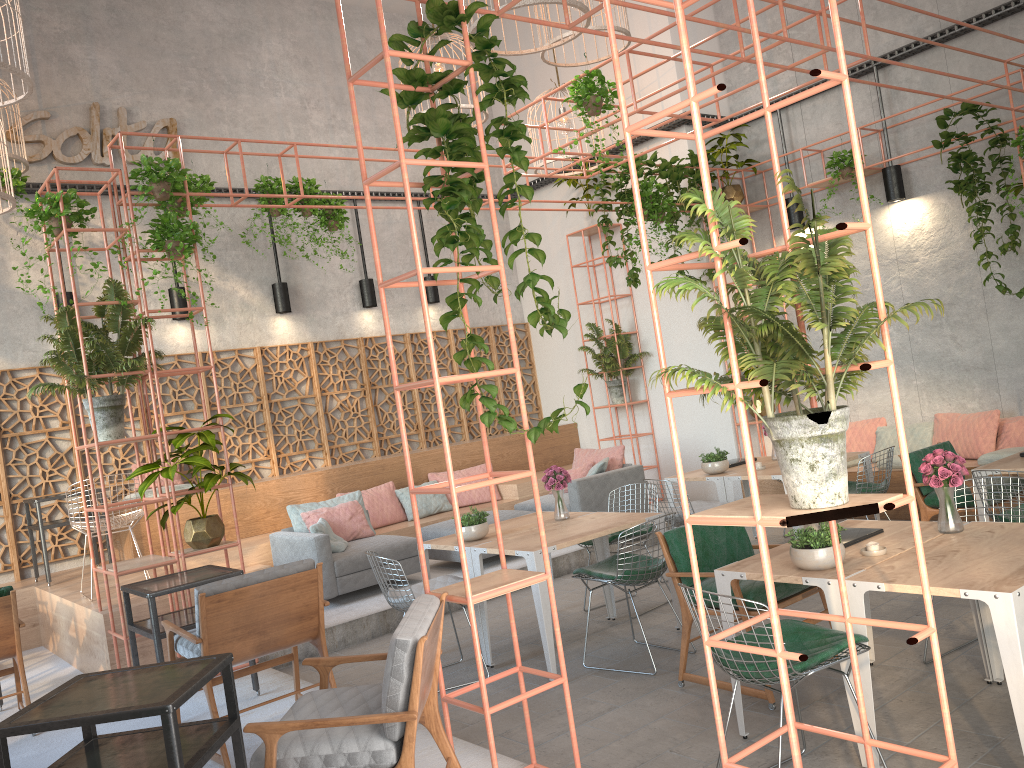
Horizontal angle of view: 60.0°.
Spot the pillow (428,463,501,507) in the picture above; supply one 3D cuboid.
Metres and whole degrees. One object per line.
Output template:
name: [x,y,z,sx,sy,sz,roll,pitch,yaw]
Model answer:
pillow: [-0.586,1.264,10.909,0.839,0.474,0.276,-9,-1,-18]

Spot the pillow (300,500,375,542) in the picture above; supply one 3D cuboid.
pillow: [-1.726,1.392,8.783,0.666,0.385,0.289,-8,-1,-38]

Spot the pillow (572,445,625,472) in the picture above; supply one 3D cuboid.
pillow: [0.964,0.967,10.201,0.273,0.476,0.836,-8,-1,-38]

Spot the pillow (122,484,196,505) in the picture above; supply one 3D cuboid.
pillow: [-3.661,1.151,9.217,0.637,0.149,0.491,-8,-1,-37]

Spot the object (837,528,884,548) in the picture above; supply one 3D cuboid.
object: [1.689,0.802,4.580,0.427,0.031,0.268,-8,-1,-38]

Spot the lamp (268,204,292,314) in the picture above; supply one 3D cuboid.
lamp: [-2.864,-1.564,10.711,0.185,1.436,0.185,-9,-1,3]

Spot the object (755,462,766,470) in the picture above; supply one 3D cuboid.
object: [2.188,0.722,7.864,0.115,0.078,0.115,-8,-1,-32]

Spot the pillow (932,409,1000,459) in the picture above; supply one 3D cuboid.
pillow: [4.575,0.517,9.016,0.276,0.474,0.839,-9,-1,-18]

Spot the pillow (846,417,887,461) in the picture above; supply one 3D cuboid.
pillow: [3.829,0.645,10.050,0.839,0.474,0.276,-9,-1,42]

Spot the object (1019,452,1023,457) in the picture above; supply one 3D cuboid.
object: [3.842,0.468,6.314,0.427,0.031,0.268,-8,-1,-38]

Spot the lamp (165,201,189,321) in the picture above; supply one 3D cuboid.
lamp: [-3.817,-1.427,9.955,0.185,1.436,0.185,-9,-1,3]

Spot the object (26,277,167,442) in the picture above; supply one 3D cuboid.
object: [-2.830,-0.155,6.136,0.900,1.101,0.894,-9,-1,16]

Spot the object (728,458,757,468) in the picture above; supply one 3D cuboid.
object: [2.123,0.761,8.534,0.427,0.031,0.268,-8,-1,-38]

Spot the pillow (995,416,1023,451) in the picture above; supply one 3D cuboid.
pillow: [4.991,0.495,8.522,0.289,0.385,0.666,-8,-1,-43]

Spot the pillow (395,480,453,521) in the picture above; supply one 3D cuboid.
pillow: [-1.040,1.376,10.516,0.666,0.385,0.289,-8,-1,-43]

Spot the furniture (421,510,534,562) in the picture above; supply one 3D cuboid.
furniture: [-0.328,1.583,9.122,0.975,0.446,0.941,-8,-1,-38]

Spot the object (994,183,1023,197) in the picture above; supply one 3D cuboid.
object: [4.753,-1.569,7.599,0.903,0.947,0.934,-9,-1,13]

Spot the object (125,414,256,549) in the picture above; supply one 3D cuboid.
object: [-2.264,0.706,6.239,0.903,0.923,0.934,-9,-1,18]

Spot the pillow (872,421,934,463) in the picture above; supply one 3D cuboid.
pillow: [4.211,0.628,9.530,0.289,0.385,0.666,-8,-1,-43]

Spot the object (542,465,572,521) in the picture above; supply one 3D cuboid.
object: [0.346,0.817,6.668,0.213,0.414,0.225,-9,-1,44]

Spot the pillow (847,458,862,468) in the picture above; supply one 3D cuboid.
pillow: [3.483,0.884,9.844,0.491,0.149,0.637,-8,-1,-37]

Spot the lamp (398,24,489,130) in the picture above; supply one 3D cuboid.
lamp: [-0.949,-4.507,9.480,0.883,3.476,0.883,-9,-1,14]

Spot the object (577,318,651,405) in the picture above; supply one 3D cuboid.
object: [1.284,-0.289,11.374,0.900,1.097,0.894,-9,-1,-9]

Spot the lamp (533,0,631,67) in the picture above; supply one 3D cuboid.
lamp: [0.452,-4.954,8.593,0.883,3.476,0.883,-9,-1,14]

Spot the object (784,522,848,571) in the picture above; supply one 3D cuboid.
object: [1.403,0.731,4.095,0.252,0.247,0.247,-8,-1,-38]

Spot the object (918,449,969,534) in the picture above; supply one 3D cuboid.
object: [2.133,0.525,4.363,0.213,0.414,0.225,-9,-1,44]

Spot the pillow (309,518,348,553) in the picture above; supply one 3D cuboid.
pillow: [-1.720,1.437,8.400,0.307,0.324,0.499,-9,-1,-3]

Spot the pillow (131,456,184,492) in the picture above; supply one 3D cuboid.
pillow: [-3.795,0.967,9.492,0.499,0.324,0.307,-8,-1,-23]

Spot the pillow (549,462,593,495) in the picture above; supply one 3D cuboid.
pillow: [0.694,1.073,10.129,0.479,0.317,0.441,-9,-1,33]

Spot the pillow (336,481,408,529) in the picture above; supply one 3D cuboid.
pillow: [-1.583,1.407,10.118,0.276,0.474,0.839,-9,-1,42]

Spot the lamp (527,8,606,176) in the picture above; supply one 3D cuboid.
lamp: [0.437,-4.284,10.495,0.883,3.476,0.883,-9,-1,14]

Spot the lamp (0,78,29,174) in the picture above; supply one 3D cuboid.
lamp: [-5.256,-3.726,8.273,0.883,3.476,0.883,-9,-1,14]

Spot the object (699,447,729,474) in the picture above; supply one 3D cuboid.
object: [1.836,0.690,8.048,0.254,0.247,0.248,-8,-1,-38]

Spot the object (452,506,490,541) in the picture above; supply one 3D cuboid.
object: [-0.292,0.996,6.360,0.252,0.247,0.247,-8,-1,-38]

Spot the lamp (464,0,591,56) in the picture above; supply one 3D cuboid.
lamp: [-0.136,-4.249,6.380,0.883,3.476,0.883,-9,-1,14]

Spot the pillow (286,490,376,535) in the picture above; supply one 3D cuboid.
pillow: [-1.812,1.375,8.910,0.839,0.474,0.276,-8,-1,-38]

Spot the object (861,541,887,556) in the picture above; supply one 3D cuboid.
object: [1.698,0.772,4.167,0.115,0.073,0.115,-8,-1,-44]

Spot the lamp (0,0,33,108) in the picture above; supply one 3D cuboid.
lamp: [-3.916,-3.675,5.863,0.883,3.476,0.883,-9,-1,14]

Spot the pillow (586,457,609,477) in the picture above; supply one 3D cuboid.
pillow: [0.923,1.014,9.740,0.308,0.349,0.495,-9,-1,12]

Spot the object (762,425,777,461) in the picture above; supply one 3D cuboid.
object: [2.480,0.510,8.360,0.213,0.414,0.225,-9,-1,44]

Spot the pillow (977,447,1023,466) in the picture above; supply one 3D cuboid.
pillow: [4.741,0.670,8.220,0.491,0.149,0.637,-8,-1,-37]

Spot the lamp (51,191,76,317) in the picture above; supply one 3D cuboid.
lamp: [-4.724,-1.297,9.235,0.185,1.436,0.185,-9,-1,3]

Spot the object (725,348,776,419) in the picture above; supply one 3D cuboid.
object: [2.827,-0.051,10.345,0.903,0.919,0.934,-9,-1,23]

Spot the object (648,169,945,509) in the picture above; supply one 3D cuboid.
object: [0.898,-0.147,2.914,0.900,1.100,0.894,-9,-1,-9]

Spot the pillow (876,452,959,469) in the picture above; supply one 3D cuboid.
pillow: [4.121,0.775,9.020,0.491,0.149,0.637,-8,-1,-37]

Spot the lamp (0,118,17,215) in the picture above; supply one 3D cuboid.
lamp: [-4.651,-3.108,6.976,0.883,3.476,0.883,-9,-1,14]
